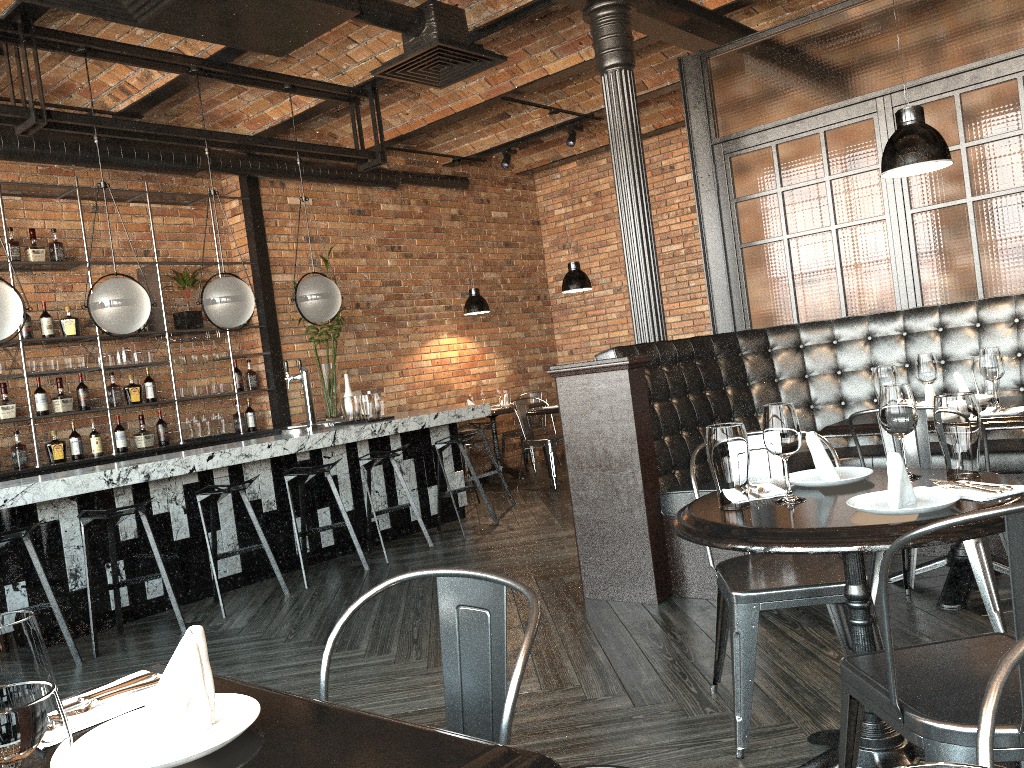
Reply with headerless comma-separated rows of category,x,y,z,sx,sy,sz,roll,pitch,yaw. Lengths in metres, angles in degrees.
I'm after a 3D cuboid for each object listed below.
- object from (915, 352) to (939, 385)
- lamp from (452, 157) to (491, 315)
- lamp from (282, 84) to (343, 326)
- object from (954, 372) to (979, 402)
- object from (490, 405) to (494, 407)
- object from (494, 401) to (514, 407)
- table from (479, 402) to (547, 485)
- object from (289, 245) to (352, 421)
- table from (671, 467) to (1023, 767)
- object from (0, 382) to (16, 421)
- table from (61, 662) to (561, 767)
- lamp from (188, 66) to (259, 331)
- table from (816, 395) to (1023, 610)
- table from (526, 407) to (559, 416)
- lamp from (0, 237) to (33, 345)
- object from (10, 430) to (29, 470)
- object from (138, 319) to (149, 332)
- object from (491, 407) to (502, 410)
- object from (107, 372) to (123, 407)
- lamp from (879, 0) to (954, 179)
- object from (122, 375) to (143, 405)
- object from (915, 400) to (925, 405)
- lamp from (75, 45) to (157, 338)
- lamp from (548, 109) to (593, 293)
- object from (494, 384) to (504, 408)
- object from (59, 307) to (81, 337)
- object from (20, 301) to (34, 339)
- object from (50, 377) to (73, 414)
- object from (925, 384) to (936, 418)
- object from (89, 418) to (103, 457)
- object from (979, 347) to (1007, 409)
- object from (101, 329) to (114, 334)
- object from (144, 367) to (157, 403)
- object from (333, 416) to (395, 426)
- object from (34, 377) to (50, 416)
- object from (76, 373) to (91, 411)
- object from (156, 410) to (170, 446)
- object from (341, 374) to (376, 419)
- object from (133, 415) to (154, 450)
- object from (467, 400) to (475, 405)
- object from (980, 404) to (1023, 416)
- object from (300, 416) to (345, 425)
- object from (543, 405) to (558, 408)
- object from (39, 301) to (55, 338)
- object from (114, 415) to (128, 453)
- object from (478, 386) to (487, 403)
object,1.787,-0.010,3.808,0.092,0.244,0.092,-8,1,-32
lamp,-0.478,-1.568,9.388,0.291,1.653,0.291,-7,1,16
lamp,-1.505,-1.296,6.448,0.340,1.754,0.340,-8,1,-3
object,2.015,0.017,3.946,0.232,0.139,0.232,-8,1,-1
object,-0.276,0.253,9.765,0.157,0.019,0.255,-6,2,41
object,-0.097,0.178,9.586,0.232,0.139,0.232,-8,1,-17
table,-0.169,0.637,9.424,0.872,0.758,0.872,-6,2,41
object,-1.682,-0.442,8.028,0.584,1.546,0.673,-8,1,-10
table,0.877,0.648,2.211,0.866,0.758,0.866,-7,1,4
object,-3.695,0.129,6.470,0.123,0.279,0.123,-8,1,-35
table,-0.508,0.856,0.972,0.872,0.758,0.872,-6,2,41
lamp,-1.980,-1.223,5.895,0.340,1.754,0.340,-8,1,-3
table,1.910,0.481,3.769,0.872,0.758,0.872,-6,2,41
table,0.777,0.541,8.076,0.872,0.758,0.872,-6,2,41
lamp,-2.929,-1.075,4.788,0.340,1.754,0.340,-8,1,-3
object,-3.628,0.483,6.522,0.083,0.282,0.083,-7,1,26
object,-3.057,-0.559,7.316,0.086,0.297,0.086,-7,1,0
object,-0.215,0.258,9.110,0.157,0.019,0.255,-6,2,41
object,-3.183,0.046,7.088,0.083,0.282,0.083,-7,1,26
lamp,1.609,-1.726,3.747,0.291,1.653,0.291,-8,1,-4
object,-3.081,0.049,7.204,0.151,0.248,0.094,-8,2,-40
object,1.843,0.092,4.088,0.157,0.019,0.255,-7,1,36
lamp,-2.454,-1.149,5.342,0.340,1.754,0.340,-8,1,-3
lamp,0.486,-1.668,8.067,0.291,1.653,0.291,-8,1,-4
object,-0.133,0.129,9.307,0.092,0.244,0.092,-9,2,-43
object,-3.427,-0.475,6.875,0.151,0.248,0.094,-8,1,-20
object,-3.644,-0.469,6.632,0.086,0.299,0.086,-7,1,0
object,-3.439,0.089,6.768,0.123,0.279,0.123,-7,1,30
object,1.709,0.064,3.612,0.232,0.139,0.232,-7,1,-1
object,-3.265,0.420,6.945,0.080,0.299,0.080,-6,2,43
object,1.938,-0.024,3.571,0.092,0.244,0.092,-7,1,24
object,-3.252,-0.528,7.093,0.086,0.299,0.086,-7,1,0
object,-2.995,0.009,7.329,0.086,0.298,0.086,-7,1,0
object,-1.134,0.283,6.799,0.437,0.019,0.273,-6,2,41
object,-3.548,0.094,6.675,0.086,0.298,0.086,-7,1,0
object,-3.344,0.062,6.907,0.086,0.299,0.086,-7,1,0
object,-2.909,0.362,7.367,0.086,0.299,0.086,-7,1,0
object,-1.345,0.102,7.786,0.316,0.397,0.319,-7,1,0
object,-3.004,0.389,7.228,0.123,0.279,0.123,-7,1,30
object,-0.390,0.223,9.254,0.232,0.139,0.232,-7,1,35
object,1.902,0.098,3.436,0.157,0.019,0.255,-6,2,41
object,-1.612,0.322,8.052,0.622,0.014,0.622,-7,1,13
object,0.417,0.197,8.062,0.255,0.019,0.157,-6,2,41
object,-3.558,-0.483,6.775,0.086,0.298,0.086,-7,1,0
object,-3.139,0.398,7.104,0.086,0.298,0.086,-7,1,0
object,-0.308,0.148,9.504,0.092,0.244,0.092,-9,2,-43
